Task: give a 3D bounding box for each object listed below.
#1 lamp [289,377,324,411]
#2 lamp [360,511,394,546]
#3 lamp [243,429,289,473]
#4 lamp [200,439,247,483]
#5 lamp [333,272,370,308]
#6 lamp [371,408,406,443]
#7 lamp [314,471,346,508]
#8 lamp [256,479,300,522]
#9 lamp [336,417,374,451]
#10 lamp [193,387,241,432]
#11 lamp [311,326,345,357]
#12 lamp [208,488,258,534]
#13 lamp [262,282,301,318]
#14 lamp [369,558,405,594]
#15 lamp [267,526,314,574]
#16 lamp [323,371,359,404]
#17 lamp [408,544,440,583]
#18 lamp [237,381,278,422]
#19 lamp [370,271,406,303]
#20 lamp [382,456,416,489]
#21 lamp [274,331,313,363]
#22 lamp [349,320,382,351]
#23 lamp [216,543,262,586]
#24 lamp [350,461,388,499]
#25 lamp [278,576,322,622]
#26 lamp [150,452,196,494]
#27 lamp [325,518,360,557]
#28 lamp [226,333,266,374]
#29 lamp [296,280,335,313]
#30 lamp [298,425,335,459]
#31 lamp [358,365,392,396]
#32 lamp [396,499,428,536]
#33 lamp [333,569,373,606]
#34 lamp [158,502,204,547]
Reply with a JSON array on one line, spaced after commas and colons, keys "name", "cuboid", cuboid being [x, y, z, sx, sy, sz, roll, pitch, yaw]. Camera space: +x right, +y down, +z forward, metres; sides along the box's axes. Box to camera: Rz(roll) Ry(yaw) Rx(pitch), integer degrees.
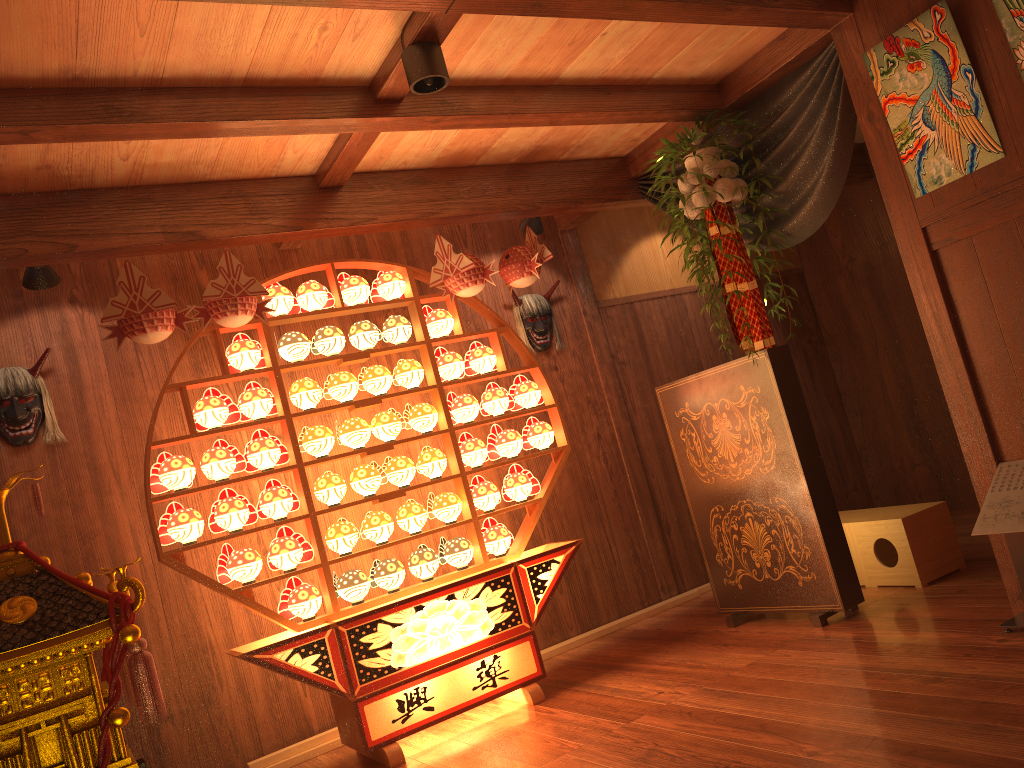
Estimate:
[{"name": "lamp", "cuboid": [-0.929, 0.043, 3.965, 0.139, 0.167, 0.157, -15, -5, 0]}, {"name": "lamp", "cuboid": [-0.602, 0.648, 4.001, 0.143, 0.161, 0.152, -12, -6, -30]}, {"name": "lamp", "cuboid": [-1.078, 0.282, 3.820, 0.204, 0.200, 0.154, -14, -5, -16]}, {"name": "lamp", "cuboid": [-1.242, 0.322, 3.721, 0.181, 0.191, 0.157, -15, -5, -1]}, {"name": "lamp", "cuboid": [-0.743, -0.461, 4.187, 0.207, 0.200, 0.152, -11, -7, -40]}, {"name": "lamp", "cuboid": [-0.592, 0.196, 4.129, 0.136, 0.167, 0.161, -18, -6, 25]}, {"name": "lamp", "cuboid": [-0.809, 0.465, 3.930, 0.141, 0.167, 0.155, -14, -5, -10]}, {"name": "lamp", "cuboid": [-1.017, 0.497, 3.803, 0.186, 0.192, 0.154, -14, -5, -16]}, {"name": "lamp", "cuboid": [-0.709, 0.224, 4.049, 0.157, 0.161, 0.139, -15, -5, 0]}, {"name": "lamp", "cuboid": [-1.283, 0.102, 3.751, 0.202, 0.200, 0.156, -15, -5, -6]}, {"name": "lamp", "cuboid": [-0.835, -0.198, 4.072, 0.144, 0.161, 0.152, -11, -7, -40]}, {"name": "lamp", "cuboid": [-1.178, 0.527, 3.704, 0.205, 0.200, 0.154, -13, -5, -21]}, {"name": "lamp", "cuboid": [-1.061, -0.393, 3.991, 0.205, 0.200, 0.154, -13, -5, -21]}, {"name": "lamp", "cuboid": [-0.546, 0.859, 3.984, 0.152, 0.161, 0.144, -20, -7, 40]}, {"name": "lamp", "cuboid": [-0.972, 0.707, 3.777, 0.202, 0.200, 0.156, -15, -5, -6]}, {"name": "lamp", "cuboid": [-0.769, 0.012, 4.060, 0.152, 0.161, 0.144, -20, -7, 40]}, {"name": "lamp", "cuboid": [-0.408, 0.826, 4.072, 0.139, 0.167, 0.157, -15, -5, 0]}, {"name": "lamp", "cuboid": [-1.118, 0.069, 3.848, 0.193, 0.195, 0.154, -14, -5, -16]}, {"name": "lamp", "cuboid": [-0.586, -0.488, 4.282, 0.194, 0.187, 0.153, -13, -6, -26]}, {"name": "lamp", "cuboid": [-0.514, 0.402, 4.111, 0.144, 0.167, 0.152, -10, -7, -45]}, {"name": "lamp", "cuboid": [-0.976, -0.170, 3.999, 0.160, 0.167, 0.137, -14, -5, -15]}, {"name": "lamp", "cuboid": [-0.701, -0.229, 4.163, 0.138, 0.167, 0.159, -16, -5, 10]}, {"name": "lamp", "cuboid": [-1.114, 0.741, 3.696, 0.154, 0.193, 0.190, -17, -6, 20]}, {"name": "lamp", "cuboid": [-0.671, 0.439, 4.022, 0.135, 0.161, 0.162, -19, -6, 35]}, {"name": "lamp", "cuboid": [-0.886, 0.913, 3.781, 0.201, 0.197, 0.152, -11, -7, -40]}, {"name": "lamp", "cuboid": [-1.375, 0.352, 3.636, 0.152, 0.187, 0.196, -20, -7, 39]}, {"name": "lamp", "cuboid": [-0.756, 0.678, 3.911, 0.139, 0.167, 0.157, -15, -5, 0]}, {"name": "lamp", "cuboid": [-1.176, -0.145, 3.867, 0.204, 0.200, 0.154, -14, -5, -16]}, {"name": "lamp", "cuboid": [-0.929, -0.410, 4.075, 0.170, 0.179, 0.157, -15, -5, 0]}, {"name": "lamp", "cuboid": [-0.860, 0.252, 3.948, 0.152, 0.167, 0.144, -20, -7, 40]}, {"name": "lamp", "cuboid": [-0.627, -0.021, 4.149, 0.152, 0.167, 0.144, -20, -7, 40]}, {"name": "lamp", "cuboid": [-0.466, 0.616, 4.090, 0.139, 0.167, 0.157, -15, -5, 0]}, {"name": "lamp", "cuboid": [-0.691, 0.887, 3.901, 0.157, 0.167, 0.139, -15, -5, 0]}, {"name": "lamp", "cuboid": [-1.332, 0.562, 3.609, 0.196, 0.195, 0.152, -10, -7, -45]}]
